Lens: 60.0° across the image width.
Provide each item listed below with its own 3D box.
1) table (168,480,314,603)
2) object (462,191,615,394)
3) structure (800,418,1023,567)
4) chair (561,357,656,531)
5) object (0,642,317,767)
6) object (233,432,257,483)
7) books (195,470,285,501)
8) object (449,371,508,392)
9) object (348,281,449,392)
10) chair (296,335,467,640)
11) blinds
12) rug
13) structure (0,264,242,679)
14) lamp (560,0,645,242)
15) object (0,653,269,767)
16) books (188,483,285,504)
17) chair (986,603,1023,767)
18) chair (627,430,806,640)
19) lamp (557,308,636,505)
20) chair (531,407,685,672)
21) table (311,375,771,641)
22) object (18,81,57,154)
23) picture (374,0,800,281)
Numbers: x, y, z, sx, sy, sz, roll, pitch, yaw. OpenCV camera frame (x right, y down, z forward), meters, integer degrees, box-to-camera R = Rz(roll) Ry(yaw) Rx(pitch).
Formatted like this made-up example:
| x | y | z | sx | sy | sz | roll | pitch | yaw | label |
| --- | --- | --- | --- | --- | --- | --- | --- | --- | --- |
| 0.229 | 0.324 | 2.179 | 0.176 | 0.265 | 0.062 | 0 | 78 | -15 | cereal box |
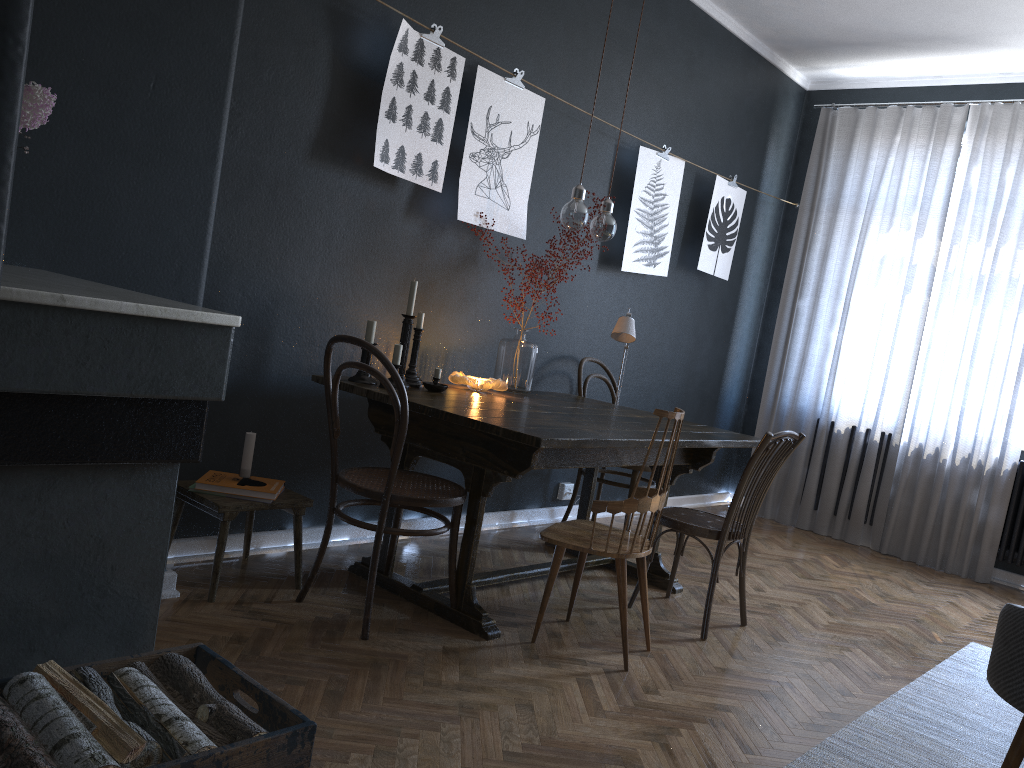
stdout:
| x | y | z | sx | sy | sz | roll | pitch | yaw | label |
| --- | --- | --- | --- | --- | --- | --- | --- | --- | --- |
| -0.954 | 0.523 | 3.069 | 0.363 | 0.318 | 0.369 | 14 | 6 | 40 | table |
| 0.074 | -0.422 | 3.986 | 0.638 | 0.932 | 0.556 | 11 | 5 | 11 | object |
| 2.680 | 0.677 | 5.405 | 1.843 | 0.601 | 0.216 | 13 | 6 | 40 | structure |
| 0.550 | 0.357 | 4.597 | 0.548 | 0.922 | 0.438 | 14 | 6 | 38 | chair |
| -0.678 | 0.687 | 1.433 | 0.382 | 0.326 | 0.553 | 14 | 6 | 40 | object |
| -0.902 | 0.247 | 3.030 | 0.074 | 0.173 | 0.074 | 9 | 5 | -5 | object |
| -0.924 | 0.345 | 3.029 | 0.262 | 0.025 | 0.207 | 9 | 4 | -7 | books |
| -0.143 | -0.004 | 3.748 | 0.254 | 0.072 | 0.252 | 6 | 6 | -43 | object |
| -0.398 | -0.194 | 3.366 | 0.223 | 0.420 | 0.368 | 14 | 6 | 41 | object |
| -0.402 | 0.318 | 2.952 | 0.437 | 0.922 | 0.549 | 14 | 7 | 43 | chair |
| 3.316 | -0.142 | 4.826 | 3.985 | 2.793 | 0.312 | 14 | 6 | 40 | blinds |
| 1.736 | 1.167 | 2.795 | 1.001 | 0.013 | 2.012 | 13 | 6 | 40 | rug |
| -1.117 | 0.252 | 1.936 | 1.063 | 0.982 | 0.834 | 14 | 6 | 40 | structure |
| 0.757 | -1.267 | 2.916 | 0.583 | 1.576 | 1.587 | 8 | 5 | -18 | lamp |
| -0.668 | 0.612 | 1.429 | 0.369 | 0.247 | 0.533 | 14 | 6 | 40 | object |
| -0.939 | 0.360 | 3.043 | 0.272 | 0.013 | 0.219 | 10 | 4 | -3 | books |
| 1.458 | 0.765 | 2.006 | 0.644 | 0.812 | 0.494 | 11 | 5 | 18 | chair |
| 0.792 | 0.535 | 3.476 | 0.466 | 0.821 | 0.363 | 14 | 7 | 40 | chair |
| 0.482 | 0.152 | 4.477 | 0.242 | 1.071 | 0.799 | 9 | 5 | -5 | lamp |
| 0.331 | 0.477 | 3.013 | 0.383 | 0.858 | 0.456 | 12 | 6 | 25 | chair |
| 0.126 | 0.459 | 3.601 | 1.124 | 0.728 | 1.605 | 14 | 6 | 40 | table |
| -1.175 | -0.528 | 1.818 | 0.725 | 0.547 | 0.474 | 14 | 6 | 43 | object |
| 0.491 | -0.995 | 4.497 | 0.057 | 0.772 | 4.459 | 14 | 6 | 40 | picture |
